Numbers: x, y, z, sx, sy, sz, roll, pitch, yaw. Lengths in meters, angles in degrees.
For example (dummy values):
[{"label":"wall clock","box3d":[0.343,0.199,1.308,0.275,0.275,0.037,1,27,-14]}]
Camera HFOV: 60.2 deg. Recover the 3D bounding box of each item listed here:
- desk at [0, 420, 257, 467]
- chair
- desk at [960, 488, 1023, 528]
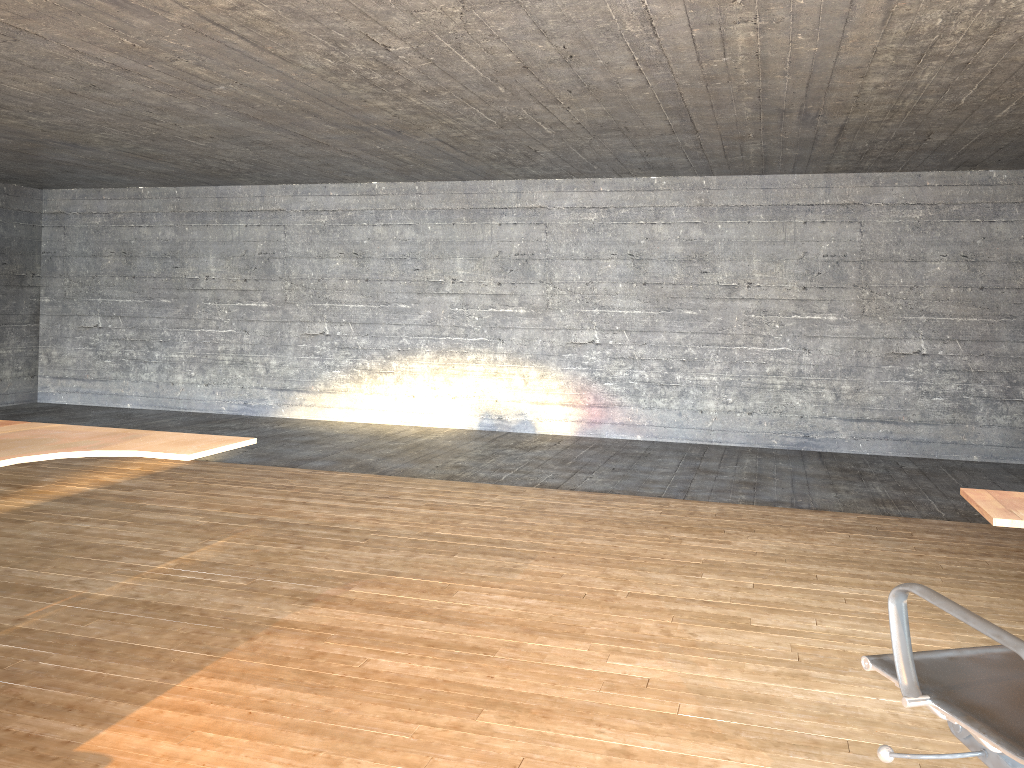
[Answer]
[{"label":"desk","box3d":[-2.308,0.651,1.672,3.261,0.737,3.479,3,5,16]},{"label":"chair","box3d":[1.016,0.581,1.688,0.652,1.015,0.686,1,1,-14]},{"label":"desk","box3d":[0.921,0.803,0.727,1.636,0.738,3.517,2,5,17]}]
